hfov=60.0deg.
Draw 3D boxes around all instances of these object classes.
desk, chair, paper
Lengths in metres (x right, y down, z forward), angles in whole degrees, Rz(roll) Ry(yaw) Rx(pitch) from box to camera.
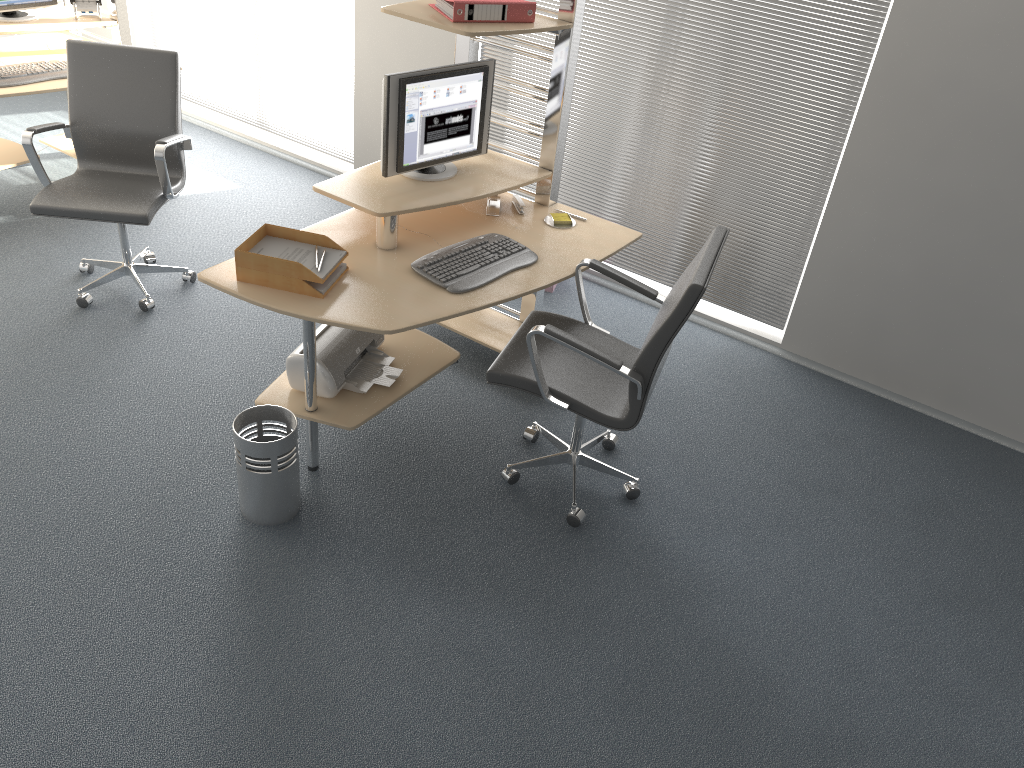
[{"bbox_3d":[-2.568,-1.623,4.421,0.967,1.566,1.469,25,38,24],"label":"desk"},{"bbox_3d":[-1.780,-0.907,3.992,0.584,1.048,0.652,5,35,-4],"label":"chair"},{"bbox_3d":[-0.261,-0.534,3.280,0.967,1.566,1.469,25,38,24],"label":"desk"},{"bbox_3d":[-0.746,-0.388,3.037,0.297,0.019,0.210,12,35,7],"label":"paper"},{"bbox_3d":[-0.741,-0.431,3.007,0.297,0.010,0.210,12,35,7],"label":"paper"},{"bbox_3d":[0.295,-0.067,3.166,0.652,1.048,0.584,17,36,13],"label":"chair"}]

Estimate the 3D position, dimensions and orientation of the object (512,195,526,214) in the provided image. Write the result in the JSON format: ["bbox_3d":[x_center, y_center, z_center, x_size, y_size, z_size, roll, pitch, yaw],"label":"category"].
[{"bbox_3d":[0.028,-0.751,3.694,0.022,0.042,0.134,-3,36,-15],"label":"object"}]

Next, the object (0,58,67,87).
[{"bbox_3d":[-2.609,-1.650,4.561,0.814,0.082,0.478,31,41,30],"label":"object"}]

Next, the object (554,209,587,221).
[{"bbox_3d":[0.242,-0.706,3.697,0.158,0.011,0.011,23,38,22],"label":"object"}]

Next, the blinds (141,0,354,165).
[{"bbox_3d":[-1.619,-2.872,5.173,1.950,2.749,0.037,25,38,24],"label":"blinds"}]

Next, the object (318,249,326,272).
[{"bbox_3d":[-0.641,-0.416,2.989,0.008,0.009,0.159,4,35,-5],"label":"object"}]

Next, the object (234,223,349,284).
[{"bbox_3d":[-0.740,-0.445,2.998,0.309,0.060,0.225,12,35,7],"label":"object"}]

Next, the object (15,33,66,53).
[{"bbox_3d":[-2.443,-1.810,4.815,0.742,0.088,0.168,27,39,26],"label":"object"}]

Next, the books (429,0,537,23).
[{"bbox_3d":[-0.112,-1.405,3.276,0.320,0.072,0.262,-10,38,-23],"label":"books"}]

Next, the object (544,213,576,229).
[{"bbox_3d":[0.198,-0.676,3.632,0.132,0.026,0.132,25,38,24],"label":"object"}]

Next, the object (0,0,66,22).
[{"bbox_3d":[-2.600,-2.108,4.553,0.516,0.418,0.245,-23,44,-36],"label":"object"}]

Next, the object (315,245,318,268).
[{"bbox_3d":[-0.662,-0.430,3.005,0.008,0.009,0.159,-1,36,-12],"label":"object"}]

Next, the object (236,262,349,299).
[{"bbox_3d":[-0.746,-0.399,3.030,0.309,0.060,0.225,12,35,7],"label":"object"}]

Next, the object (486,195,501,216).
[{"bbox_3d":[-0.074,-0.758,3.666,0.054,0.064,0.159,5,35,-3],"label":"object"}]

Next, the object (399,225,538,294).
[{"bbox_3d":[-0.336,-0.552,3.400,0.814,0.082,0.478,31,41,30],"label":"object"}]

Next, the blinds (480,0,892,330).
[{"bbox_3d":[0.695,-1.781,4.031,1.950,2.770,0.022,25,38,24],"label":"blinds"}]

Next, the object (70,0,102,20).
[{"bbox_3d":[-2.276,-2.028,4.746,0.154,0.135,0.093,-7,37,-19],"label":"object"}]

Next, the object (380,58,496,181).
[{"bbox_3d":[-0.310,-1.029,3.423,0.516,0.418,0.245,-17,41,-31],"label":"object"}]

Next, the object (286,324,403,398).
[{"bbox_3d":[-0.593,-0.118,3.357,0.351,0.162,0.438,15,35,11],"label":"object"}]

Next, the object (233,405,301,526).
[{"bbox_3d":[-0.840,0.284,3.055,0.208,0.377,0.208,-2,36,-14],"label":"object"}]

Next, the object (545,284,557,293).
[{"bbox_3d":[0.167,-0.639,4.726,0.185,0.202,0.245,14,35,10],"label":"object"}]

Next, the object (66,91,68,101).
[{"bbox_3d":[-2.258,-1.463,5.011,0.471,0.422,0.199,25,38,24],"label":"object"}]
